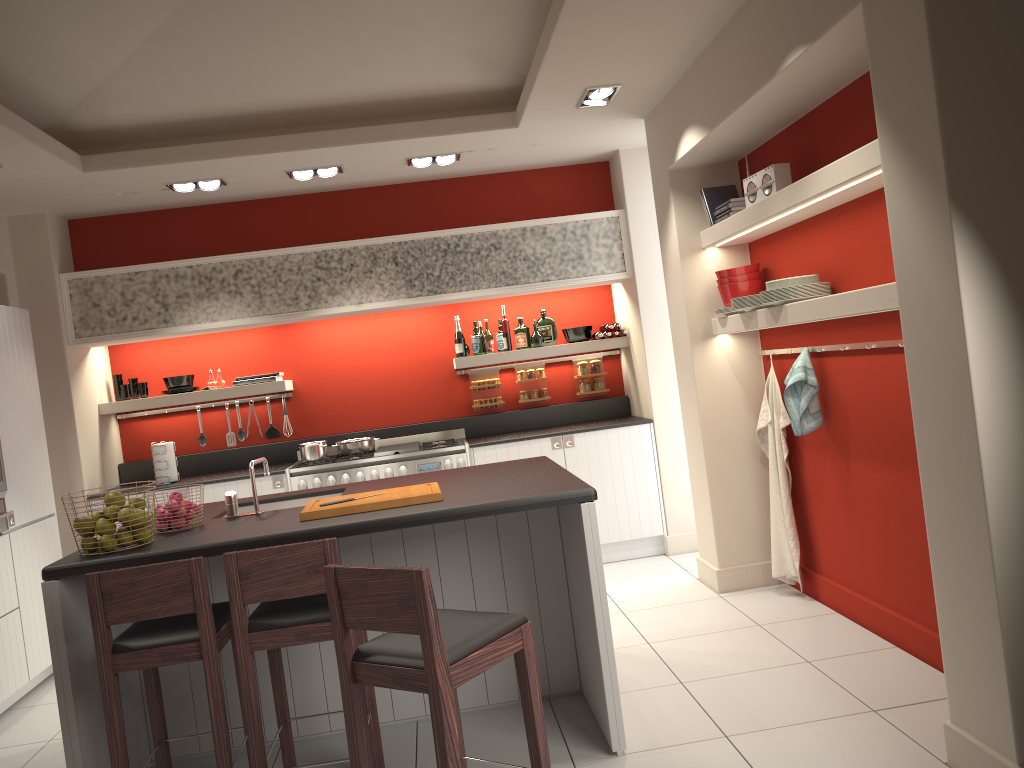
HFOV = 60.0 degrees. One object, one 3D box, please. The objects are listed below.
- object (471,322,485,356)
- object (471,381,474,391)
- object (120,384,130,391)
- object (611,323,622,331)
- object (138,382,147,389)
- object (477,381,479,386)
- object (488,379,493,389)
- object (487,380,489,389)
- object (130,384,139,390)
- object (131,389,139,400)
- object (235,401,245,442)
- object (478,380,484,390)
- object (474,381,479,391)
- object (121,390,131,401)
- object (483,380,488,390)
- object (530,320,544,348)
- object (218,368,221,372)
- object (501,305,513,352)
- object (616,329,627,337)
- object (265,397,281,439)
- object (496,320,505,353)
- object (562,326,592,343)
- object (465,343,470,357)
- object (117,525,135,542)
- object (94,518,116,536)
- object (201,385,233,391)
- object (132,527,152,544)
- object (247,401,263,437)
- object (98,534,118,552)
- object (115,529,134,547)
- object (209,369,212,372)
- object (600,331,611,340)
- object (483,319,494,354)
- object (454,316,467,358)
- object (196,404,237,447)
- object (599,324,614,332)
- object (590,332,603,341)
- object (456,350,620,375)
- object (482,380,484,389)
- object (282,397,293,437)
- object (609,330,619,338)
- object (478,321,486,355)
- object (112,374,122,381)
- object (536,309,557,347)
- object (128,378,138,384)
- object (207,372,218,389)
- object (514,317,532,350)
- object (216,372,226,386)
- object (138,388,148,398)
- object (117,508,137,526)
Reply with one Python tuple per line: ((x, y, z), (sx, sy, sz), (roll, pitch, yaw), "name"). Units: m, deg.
((-0.273, -0.355, 6.918), (0.094, 0.264, 0.094), (-8, 1, -17), "object")
((-0.309, 0.018, 7.132), (0.034, 0.078, 0.034), (-7, 1, 15), "object")
((-2.907, 0.042, 6.672), (0.070, 0.076, 0.070), (-8, 1, -34), "object")
((0.827, -0.453, 7.066), (0.062, 0.062, 0.366), (-8, 1, -5), "object")
((-2.800, 0.027, 6.732), (0.070, 0.076, 0.070), (-8, 1, -34), "object")
((-0.270, 0.013, 7.136), (0.034, 0.078, 0.034), (-7, 1, 15), "object")
((-0.172, 0.001, 7.106), (0.034, 0.078, 0.034), (-7, 1, 15), "object")
((-0.192, 0.002, 7.143), (0.034, 0.078, 0.034), (-7, 1, 15), "object")
((-2.908, 0.039, 6.829), (0.070, 0.076, 0.070), (-8, 1, -34), "object")
((-2.902, 0.083, 6.829), (0.070, 0.076, 0.070), (-8, 1, -34), "object")
((-2.148, 0.297, 6.991), (0.067, 0.323, 0.022), (-8, 1, -7), "object")
((-0.249, 0.011, 7.099), (0.034, 0.078, 0.034), (-7, 1, 15), "object")
((-0.288, 0.016, 7.095), (0.034, 0.078, 0.034), (-7, 1, 15), "object")
((-2.901, 0.086, 6.673), (0.070, 0.076, 0.070), (-8, 1, -34), "object")
((-0.211, 0.006, 7.102), (0.034, 0.078, 0.034), (-7, 1, 15), "object")
((0.189, -0.397, 6.953), (0.113, 0.226, 0.113), (-7, 1, 6), "object")
((-2.273, -0.106, 6.881), (0.026, 0.032, 0.023), (-8, 1, -23), "object")
((-0.057, -0.436, 7.006), (0.062, 0.366, 0.210), (-7, 1, -6), "object")
((0.865, -0.404, 7.071), (0.061, 0.061, 0.366), (-8, 1, -5), "object")
((-1.914, 0.271, 7.033), (0.123, 0.331, 0.040), (-7, 1, -5), "object")
((-0.080, -0.383, 7.098), (0.094, 0.263, 0.094), (-8, 1, -39), "object")
((0.530, -0.393, 7.131), (0.251, 0.121, 0.251), (-8, 1, -23), "object")
((-0.402, -0.324, 7.112), (0.113, 0.226, 0.113), (-7, 1, 36), "object")
((-1.505, 0.584, 3.485), (0.086, 0.079, 0.084), (-7, 1, 40), "object")
((-1.549, 0.546, 3.376), (0.076, 0.077, 0.076), (-8, 1, -41), "object")
((-2.275, 0.027, 6.840), (0.160, 0.027, 0.183), (-7, 1, 23), "object")
((-1.434, 0.584, 3.435), (0.068, 0.068, 0.068), (-7, 1, 6), "object")
((-2.052, 0.280, 7.002), (0.124, 0.297, 0.009), (-7, 1, -5), "object")
((-1.518, 0.597, 3.330), (0.068, 0.068, 0.068), (-7, 1, 6), "object")
((-1.490, 0.591, 3.407), (0.068, 0.068, 0.068), (-7, 1, 6), "object")
((-2.309, -0.100, 6.797), (0.024, 0.031, 0.023), (-7, 1, 36), "object")
((0.741, -0.387, 7.057), (0.062, 0.062, 0.366), (-8, 1, -5), "object")
((-0.190, -0.377, 7.033), (0.080, 0.278, 0.080), (-7, 1, -2), "object")
((-0.412, -0.371, 6.926), (0.083, 0.331, 0.083), (-8, 1, -34), "object")
((-2.333, 0.335, 6.971), (0.287, 0.351, 0.022), (-7, 1, -4), "object")
((0.763, -0.445, 7.082), (0.062, 0.062, 0.366), (-8, 1, -5), "object")
((0.679, -0.379, 7.051), (0.062, 0.062, 0.366), (-8, 1, -5), "object")
((0.214, -0.176, 7.244), (1.355, 0.034, 0.048), (-8, 1, -5), "object")
((-0.232, 0.008, 7.139), (0.034, 0.078, 0.034), (-7, 1, 15), "object")
((-1.792, 0.260, 7.027), (0.069, 0.328, 0.069), (-8, 1, -28), "object")
((0.801, -0.396, 7.084), (0.061, 0.061, 0.366), (-8, 1, -5), "object")
((-0.242, -0.369, 7.116), (0.083, 0.277, 0.083), (-7, 1, -2), "object")
((-3.029, -0.034, 6.817), (0.070, 0.076, 0.070), (-8, 1, -34), "object")
((0.267, -0.448, 7.097), (0.186, 0.303, 0.057), (-7, 1, 24), "object")
((-2.914, -0.005, 6.828), (0.070, 0.076, 0.070), (-8, 1, -34), "object")
((-2.299, -0.026, 6.798), (0.076, 0.131, 0.076), (-7, 1, 37), "object")
((0.081, -0.402, 7.069), (0.112, 0.260, 0.071), (-7, 1, 24), "object")
((-2.265, -0.032, 6.881), (0.077, 0.134, 0.076), (-8, 1, -22), "object")
((-2.795, 0.071, 6.733), (0.070, 0.076, 0.070), (-8, 1, -34), "object")
((-1.467, 0.505, 3.378), (0.067, 0.068, 0.067), (-8, 1, -43), "object")
